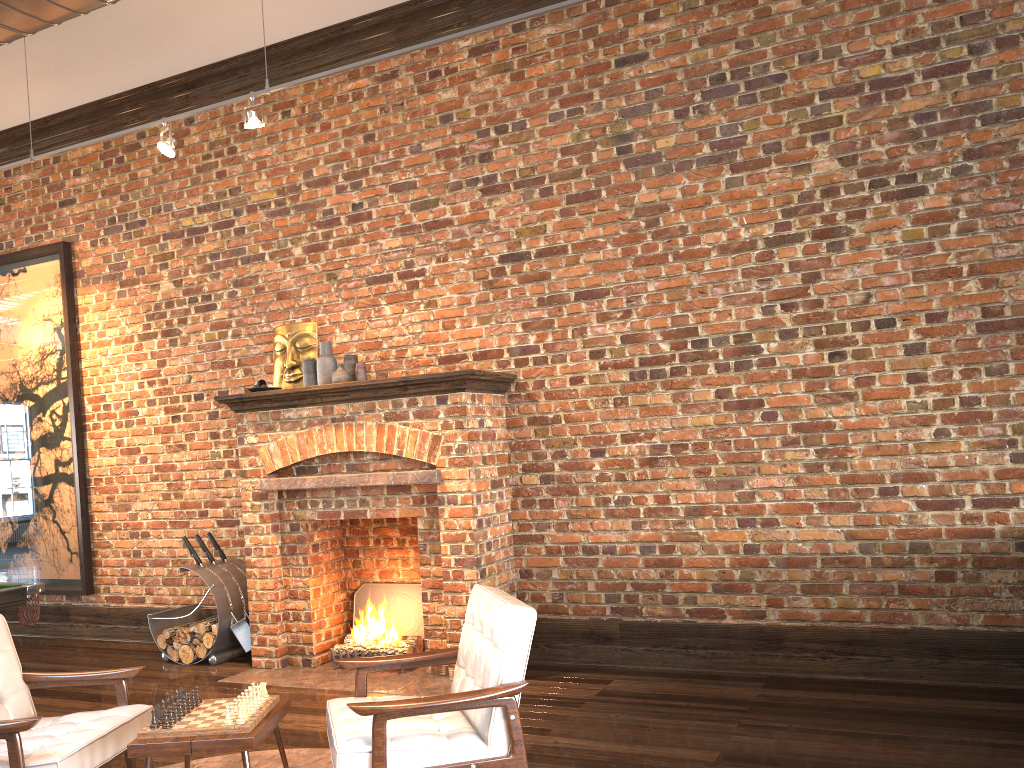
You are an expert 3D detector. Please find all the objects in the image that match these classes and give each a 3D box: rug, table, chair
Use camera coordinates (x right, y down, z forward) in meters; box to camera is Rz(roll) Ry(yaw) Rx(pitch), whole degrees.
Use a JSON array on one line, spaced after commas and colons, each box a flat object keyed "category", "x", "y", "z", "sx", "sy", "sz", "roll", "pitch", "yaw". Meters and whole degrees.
[{"category": "rug", "x": -1.136, "y": 1.722, "z": 3.360, "sx": 1.975, "sy": 0.015, "sz": 1.969, "roll": -6, "pitch": -5, "yaw": 27}, {"category": "table", "x": -1.075, "y": 1.471, "z": 3.240, "sx": 0.463, "sy": 0.494, "sz": 0.517, "roll": -3, "pitch": -2, "yaw": 0}, {"category": "chair", "x": -1.882, "y": 1.350, "z": 3.407, "sx": 0.742, "sy": 0.865, "sz": 0.769, "roll": -4, "pitch": -2, "yaw": 5}, {"category": "chair", "x": -0.322, "y": 1.253, "z": 3.376, "sx": 0.740, "sy": 0.865, "sz": 0.770, "roll": -3, "pitch": -2, "yaw": -15}]

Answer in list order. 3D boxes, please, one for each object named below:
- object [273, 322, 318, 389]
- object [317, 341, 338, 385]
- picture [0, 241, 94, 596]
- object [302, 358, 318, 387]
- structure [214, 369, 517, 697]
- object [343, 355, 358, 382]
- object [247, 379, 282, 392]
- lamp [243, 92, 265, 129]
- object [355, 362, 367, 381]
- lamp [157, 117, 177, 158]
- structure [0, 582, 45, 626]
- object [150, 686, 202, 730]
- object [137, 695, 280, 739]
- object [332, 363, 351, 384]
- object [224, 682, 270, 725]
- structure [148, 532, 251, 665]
[{"category": "object", "x": -1.612, "y": -0.175, "z": 6.509, "sx": 0.409, "sy": 0.536, "sz": 0.124, "roll": -4, "pitch": 0, "yaw": 25}, {"category": "object", "x": -1.299, "y": -0.123, "z": 6.230, "sx": 0.145, "sy": 0.350, "sz": 0.145, "roll": -3, "pitch": 0, "yaw": -28}, {"category": "picture", "x": -5.121, "y": 0.433, "z": 8.209, "sx": 3.208, "sy": 3.002, "sz": 0.080, "roll": -4, "pitch": 0, "yaw": 25}, {"category": "object", "x": -1.425, "y": -0.060, "z": 6.299, "sx": 0.118, "sy": 0.249, "sz": 0.118, "roll": -3, "pitch": 0, "yaw": -17}, {"category": "structure", "x": -1.000, "y": 0.959, "z": 5.853, "sx": 2.003, "sy": 1.907, "sz": 0.885, "roll": -4, "pitch": -1, "yaw": 25}, {"category": "object", "x": -1.119, "y": -0.084, "z": 6.181, "sx": 0.121, "sy": 0.242, "sz": 0.120, "roll": -4, "pitch": 0, "yaw": 45}, {"category": "object", "x": -1.717, "y": 0.020, "z": 6.161, "sx": 0.237, "sy": 0.105, "sz": 0.237, "roll": -6, "pitch": -4, "yaw": 35}, {"category": "lamp", "x": -1.497, "y": -1.580, "z": 5.134, "sx": 0.117, "sy": 0.213, "sz": 0.117, "roll": -3, "pitch": -1, "yaw": -23}, {"category": "object", "x": -1.034, "y": -0.065, "z": 6.079, "sx": 0.081, "sy": 0.178, "sz": 0.082, "roll": -3, "pitch": 0, "yaw": -23}, {"category": "lamp", "x": -2.119, "y": -1.512, "z": 5.429, "sx": 0.113, "sy": 0.230, "sz": 0.114, "roll": -3, "pitch": 0, "yaw": -1}, {"category": "structure", "x": -4.167, "y": 1.600, "z": 4.816, "sx": 2.962, "sy": 0.851, "sz": 1.552, "roll": -5, "pitch": -4, "yaw": 25}, {"category": "object", "x": -1.228, "y": 1.162, "z": 3.245, "sx": 0.075, "sy": 0.100, "sz": 0.335, "roll": -3, "pitch": -4, "yaw": 0}, {"category": "object", "x": -1.095, "y": 1.216, "z": 3.245, "sx": 0.388, "sy": 0.028, "sz": 0.389, "roll": -4, "pitch": -4, "yaw": 0}, {"category": "object", "x": -1.163, "y": -0.056, "z": 6.035, "sx": 0.136, "sy": 0.169, "sz": 0.136, "roll": -3, "pitch": -1, "yaw": -23}, {"category": "object", "x": -0.970, "y": 1.146, "z": 3.243, "sx": 0.075, "sy": 0.100, "sz": 0.335, "roll": -3, "pitch": -4, "yaw": 0}, {"category": "structure", "x": -2.201, "y": 1.573, "z": 6.593, "sx": 0.929, "sy": 0.919, "sz": 0.537, "roll": -4, "pitch": -1, "yaw": 26}]
